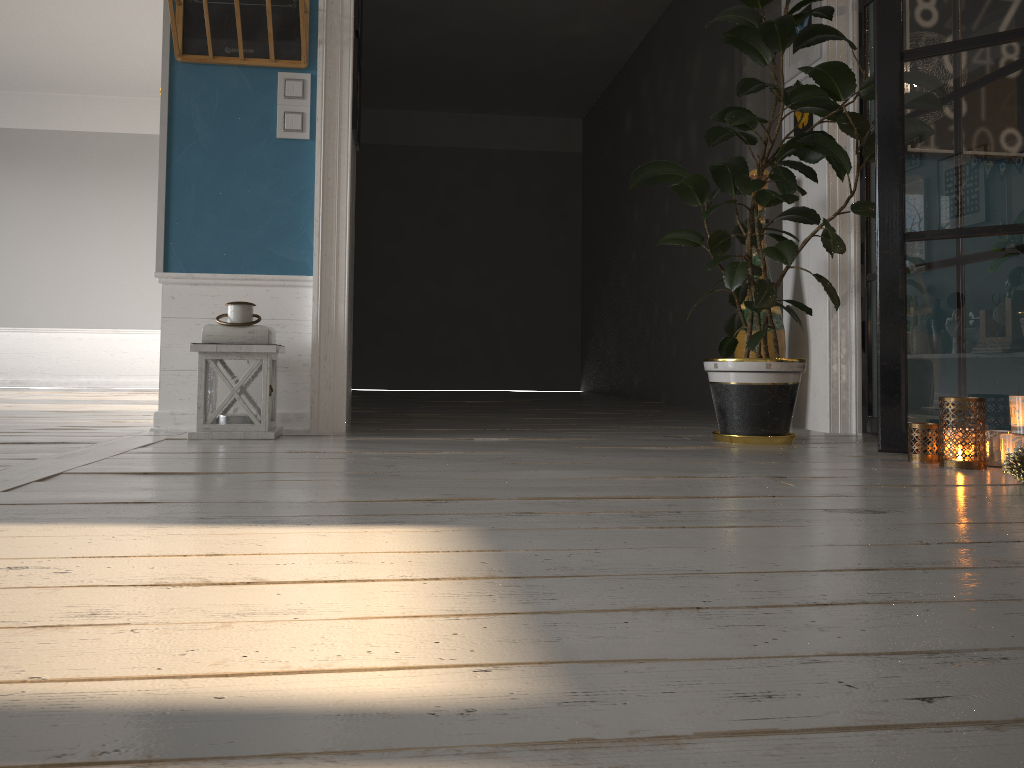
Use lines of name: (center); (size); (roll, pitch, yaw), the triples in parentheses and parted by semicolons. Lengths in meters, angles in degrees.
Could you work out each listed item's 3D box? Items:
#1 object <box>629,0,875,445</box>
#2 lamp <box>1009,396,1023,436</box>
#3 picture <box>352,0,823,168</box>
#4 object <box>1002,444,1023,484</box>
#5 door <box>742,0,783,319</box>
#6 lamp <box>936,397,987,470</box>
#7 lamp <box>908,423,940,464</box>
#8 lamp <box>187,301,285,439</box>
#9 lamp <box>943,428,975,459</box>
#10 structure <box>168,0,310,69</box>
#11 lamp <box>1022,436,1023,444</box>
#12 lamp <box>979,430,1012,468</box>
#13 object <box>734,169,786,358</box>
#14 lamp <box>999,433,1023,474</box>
object: (1.229, -0.658, 1.649); (1.011, 1.798, 3.892); (1, 0, -8)
lamp: (1.283, 0.080, 2.201); (0.080, 0.099, 0.080); (0, -1, 33)
picture: (0.321, -1.368, 3.771); (1.945, 0.755, 0.358); (1, -2, -8)
object: (1.495, 0.181, 2.104); (0.717, 0.118, 0.192); (0, 0, -19)
door: (1.539, -0.974, 4.798); (0.178, 2.313, 1.034); (1, -2, -8)
lamp: (1.201, 0.130, 2.360); (0.115, 0.187, 0.114); (1, -2, -9)
lamp: (1.166, 0.167, 2.505); (0.084, 0.111, 0.084); (1, -2, -32)
lamp: (-0.970, -0.055, 3.148); (0.287, 0.479, 0.286); (1, -2, -9)
lamp: (1.236, 0.173, 2.447); (0.080, 0.099, 0.080); (0, -1, 33)
structure: (-1.021, -1.611, 3.334); (0.495, 0.777, 0.185); (1, -3, -8)
lamp: (1.287, 0.179, 2.150); (0.080, 0.099, 0.080); (0, -1, 33)
lamp: (1.304, 0.175, 2.384); (0.080, 0.099, 0.080); (0, -1, 33)
object: (1.072, -0.368, 3.830); (0.215, 1.127, 0.215); (1, -3, -13)
lamp: (1.282, 0.178, 2.241); (0.080, 0.099, 0.080); (0, -1, 33)
